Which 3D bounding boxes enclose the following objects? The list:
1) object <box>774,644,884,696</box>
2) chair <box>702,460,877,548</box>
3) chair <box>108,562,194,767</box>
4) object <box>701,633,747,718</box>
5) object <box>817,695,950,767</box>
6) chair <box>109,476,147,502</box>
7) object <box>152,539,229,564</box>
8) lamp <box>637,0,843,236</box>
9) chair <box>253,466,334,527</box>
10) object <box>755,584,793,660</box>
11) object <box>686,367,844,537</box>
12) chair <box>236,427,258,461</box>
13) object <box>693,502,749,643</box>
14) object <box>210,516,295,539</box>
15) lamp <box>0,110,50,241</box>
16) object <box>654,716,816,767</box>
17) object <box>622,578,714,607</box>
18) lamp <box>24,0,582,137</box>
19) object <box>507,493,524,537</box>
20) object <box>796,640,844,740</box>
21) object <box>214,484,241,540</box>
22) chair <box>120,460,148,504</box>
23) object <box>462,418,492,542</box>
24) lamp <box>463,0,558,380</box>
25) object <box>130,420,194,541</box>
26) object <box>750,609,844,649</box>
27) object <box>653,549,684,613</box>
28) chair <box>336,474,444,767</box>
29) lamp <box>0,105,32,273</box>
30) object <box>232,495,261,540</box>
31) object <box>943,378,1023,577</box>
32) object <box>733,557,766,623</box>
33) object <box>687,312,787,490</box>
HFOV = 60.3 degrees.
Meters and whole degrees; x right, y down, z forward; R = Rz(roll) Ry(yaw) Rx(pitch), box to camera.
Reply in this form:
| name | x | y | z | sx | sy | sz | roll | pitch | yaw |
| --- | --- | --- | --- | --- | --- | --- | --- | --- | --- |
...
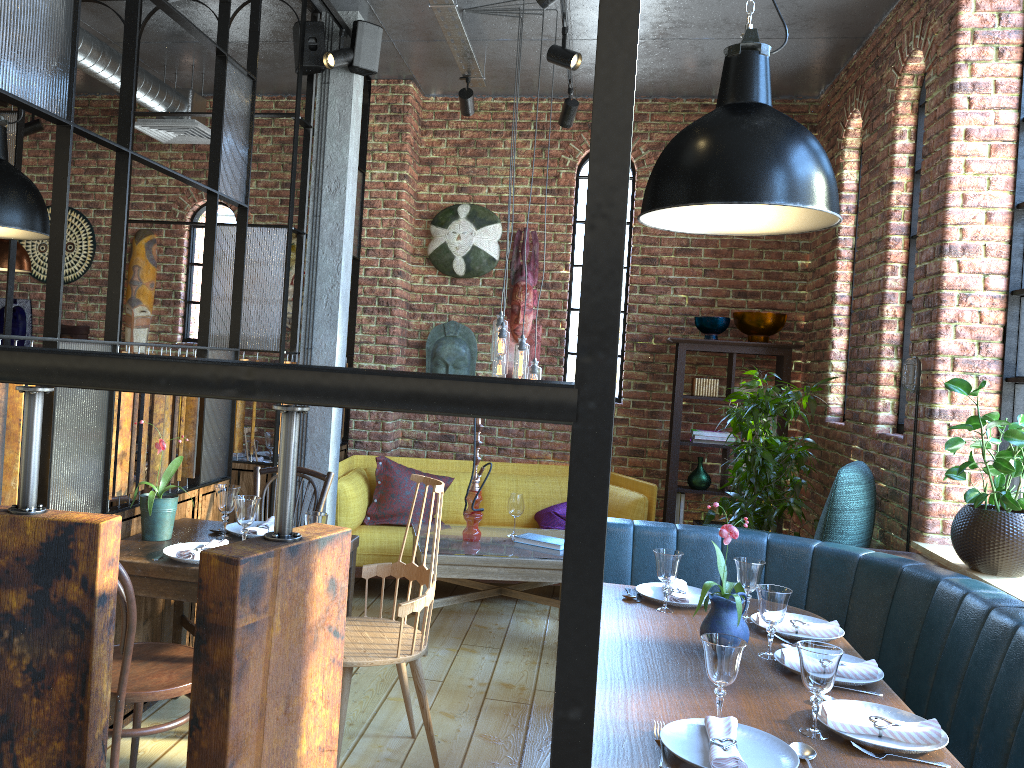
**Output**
| name | x | y | z | sx | sy | sz | roll | pitch | yaw |
| --- | --- | --- | --- | --- | --- | --- | --- | --- | --- |
| object | 0.849 | 0.748 | 2.379 | 0.275 | 0.051 | 0.318 | 4 | 1 | 11 |
| chair | 1.099 | 0.864 | 4.113 | 1.077 | 1.097 | 0.773 | 4 | 1 | 32 |
| chair | -1.152 | 0.844 | 2.627 | 0.457 | 0.920 | 0.526 | 4 | 0 | 30 |
| object | 0.463 | 0.662 | 1.954 | 0.103 | 0.192 | 0.094 | 4 | 0 | 37 |
| object | 0.821 | 0.755 | 1.982 | 0.275 | 0.051 | 0.318 | 4 | 1 | 11 |
| chair | -1.740 | 0.790 | 3.438 | 0.571 | 0.920 | 0.421 | 4 | 0 | 25 |
| object | -1.005 | 0.555 | 2.929 | 0.332 | 0.051 | 0.264 | 4 | 1 | 12 |
| lamp | 0.656 | -1.106 | 2.411 | 0.550 | 1.326 | 0.509 | 4 | 0 | 26 |
| chair | -1.004 | 0.830 | 3.697 | 0.408 | 0.915 | 0.518 | 4 | 0 | 2 |
| object | 0.726 | 0.668 | 2.466 | 0.103 | 0.192 | 0.094 | 4 | 0 | 37 |
| object | 1.365 | 0.651 | 4.843 | 0.712 | 1.528 | 0.876 | 3 | 0 | -14 |
| chair | -1.605 | 0.727 | 5.008 | 0.532 | 1.005 | 0.454 | 4 | 0 | -5 |
| object | 0.605 | 0.541 | 2.473 | 0.142 | 0.431 | 0.209 | 4 | 0 | 26 |
| object | -0.976 | 0.547 | 3.370 | 0.332 | 0.051 | 0.264 | 4 | 1 | 12 |
| lamp | -2.207 | -1.313 | 3.761 | 0.547 | 1.326 | 0.512 | 4 | 0 | 21 |
| object | 0.458 | 0.737 | 1.792 | 0.332 | 0.051 | 0.264 | 4 | 1 | 12 |
| object | 0.546 | 0.715 | 3.033 | 0.332 | 0.051 | 0.264 | 4 | 1 | 12 |
| lamp | -2.953 | -1.870 | 3.048 | 6.362 | 0.274 | 7.120 | 4 | 1 | 8 |
| object | 0.018 | 0.709 | 4.772 | 0.086 | 0.228 | 0.095 | 3 | 0 | -44 |
| object | 0.672 | 0.676 | 1.942 | 0.103 | 0.192 | 0.094 | 4 | 0 | 37 |
| object | -1.059 | 0.474 | 3.260 | 0.096 | 0.192 | 0.101 | 3 | 0 | -17 |
| chair | -1.884 | 0.770 | 3.926 | 0.516 | 0.915 | 0.409 | 4 | 0 | -7 |
| object | -0.186 | 0.464 | 4.544 | 0.169 | 0.704 | 0.260 | 4 | 0 | -2 |
| lamp | -0.056 | -0.943 | 4.715 | 0.525 | 2.119 | 0.276 | 4 | 0 | 33 |
| object | -1.262 | 0.346 | 3.194 | 0.146 | 0.426 | 0.198 | 4 | 0 | 42 |
| object | 0.883 | 0.742 | 2.743 | 0.275 | 0.051 | 0.318 | 4 | 1 | 11 |
| object | 0.506 | 0.645 | 2.885 | 0.103 | 0.192 | 0.094 | 4 | 0 | 37 |
| chair | -0.481 | 0.838 | 3.130 | 0.437 | 1.005 | 0.552 | 3 | 0 | -21 |
| lamp | -3.343 | -1.424 | 5.847 | 0.369 | 1.335 | 0.367 | 4 | 0 | 1 |
| object | -0.922 | 0.487 | 3.043 | 0.094 | 0.192 | 0.103 | 3 | 0 | -35 |
| object | 1.697 | 0.321 | 3.036 | 0.403 | 0.663 | 0.490 | 4 | 1 | 31 |
| object | 0.757 | 0.662 | 2.829 | 0.103 | 0.192 | 0.094 | 4 | 0 | 37 |
| object | 1.397 | 0.417 | 5.685 | 0.614 | 1.761 | 0.324 | 4 | 0 | 4 |
